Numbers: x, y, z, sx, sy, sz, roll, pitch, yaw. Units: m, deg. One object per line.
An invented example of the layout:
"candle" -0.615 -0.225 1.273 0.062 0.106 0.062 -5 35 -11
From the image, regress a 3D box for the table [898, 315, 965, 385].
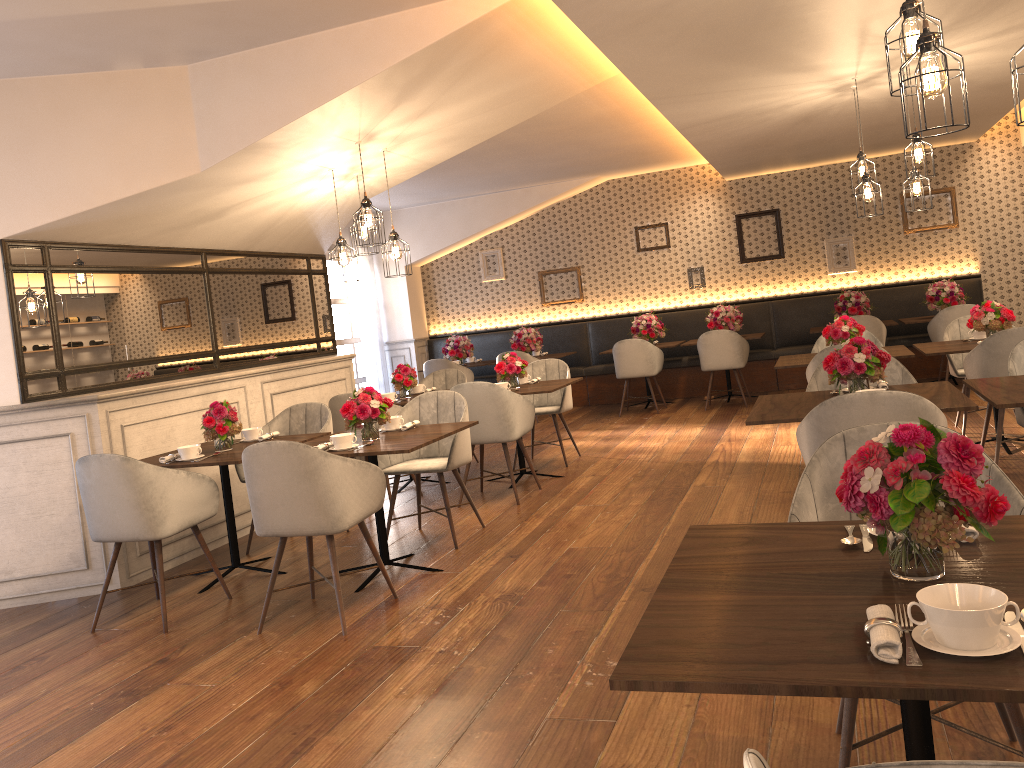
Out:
"table" 4.764 -0.379 9.643 0.894 0.720 0.900 -6 3 20

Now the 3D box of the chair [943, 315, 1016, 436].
"chair" 3.578 -0.083 6.679 0.564 0.871 0.528 -6 2 20

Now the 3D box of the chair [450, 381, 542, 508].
"chair" -0.142 0.388 6.277 0.564 0.871 0.528 -6 2 20

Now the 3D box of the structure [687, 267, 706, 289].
"structure" 2.379 -1.364 11.404 0.215 0.277 0.018 -6 1 19

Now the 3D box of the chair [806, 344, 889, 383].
"chair" 2.228 0.149 5.752 0.564 0.871 0.528 -6 2 20

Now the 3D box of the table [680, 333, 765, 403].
"table" 2.538 -0.177 10.436 0.894 0.720 0.900 -6 3 20

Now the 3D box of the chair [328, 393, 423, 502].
"chair" -1.041 0.470 6.597 0.564 0.871 0.528 -6 2 20

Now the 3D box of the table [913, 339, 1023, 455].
"table" 3.320 0.071 6.079 0.894 0.720 0.900 -6 3 20

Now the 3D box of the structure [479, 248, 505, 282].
"structure" -0.279 -1.653 12.310 0.339 0.439 0.035 -6 1 20

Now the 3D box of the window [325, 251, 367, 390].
"window" -3.809 0.129 5.357 0.494 2.385 14.580 -6 4 16

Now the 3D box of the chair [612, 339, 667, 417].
"chair" 1.445 -0.099 10.109 0.564 0.871 0.528 -6 2 20

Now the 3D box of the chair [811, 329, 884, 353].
"chair" 2.679 -0.002 6.999 0.564 0.871 0.528 -6 2 20

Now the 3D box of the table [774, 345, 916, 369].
"table" 2.421 0.152 6.399 0.894 0.720 0.900 -6 3 20

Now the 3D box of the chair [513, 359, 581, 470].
"chair" 0.266 0.241 7.539 0.564 0.871 0.528 -6 2 20

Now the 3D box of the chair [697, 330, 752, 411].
"chair" 2.344 -0.180 9.789 0.564 0.871 0.528 -6 2 20

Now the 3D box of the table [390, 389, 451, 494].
"table" -0.847 0.472 7.244 0.894 0.720 0.900 -6 3 20

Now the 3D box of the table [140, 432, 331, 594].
"table" -1.612 0.734 5.053 0.894 0.720 0.900 -6 3 20

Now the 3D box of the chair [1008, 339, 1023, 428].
"chair" 2.762 0.196 4.343 0.564 0.871 0.528 -6 2 20

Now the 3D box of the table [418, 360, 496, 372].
"table" -0.587 0.105 11.548 0.894 0.720 0.900 -6 3 20

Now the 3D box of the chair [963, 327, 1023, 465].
"chair" 3.126 0.068 5.432 0.564 0.871 0.528 -6 2 20

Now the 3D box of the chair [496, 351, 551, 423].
"chair" 0.118 0.021 10.581 0.564 0.871 0.528 -6 2 20

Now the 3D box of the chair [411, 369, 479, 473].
"chair" -0.633 0.323 7.859 0.564 0.871 0.528 -6 2 20

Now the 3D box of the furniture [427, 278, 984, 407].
"furniture" 2.112 -0.372 11.251 7.074 1.080 0.543 -5 2 20

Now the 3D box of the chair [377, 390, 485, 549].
"chair" -0.499 0.503 5.349 0.564 0.871 0.528 -6 2 20

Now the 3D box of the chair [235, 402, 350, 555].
"chair" -1.398 0.584 5.669 0.564 0.871 0.528 -6 2 20

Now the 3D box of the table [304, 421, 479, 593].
"table" -0.713 0.653 4.733 0.894 0.720 0.900 -6 3 20

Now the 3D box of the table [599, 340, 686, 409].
"table" 1.639 -0.096 10.756 0.894 0.720 0.900 -6 3 20

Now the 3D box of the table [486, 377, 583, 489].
"table" 0.052 0.391 6.924 0.894 0.720 0.900 -6 3 20

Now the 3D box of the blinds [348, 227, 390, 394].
"blinds" -1.920 -0.785 12.062 0.133 2.695 0.620 -6 1 20

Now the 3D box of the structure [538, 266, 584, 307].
"structure" 0.660 -1.320 12.001 0.600 0.485 0.032 -6 1 20

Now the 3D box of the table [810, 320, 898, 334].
"table" 3.865 -0.297 9.963 0.894 0.720 0.900 -6 3 20

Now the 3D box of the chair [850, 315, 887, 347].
"chair" 3.671 -0.300 9.316 0.564 0.871 0.528 -6 2 20

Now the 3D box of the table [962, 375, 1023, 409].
"table" 2.505 0.349 3.743 0.894 0.720 0.900 -6 3 20

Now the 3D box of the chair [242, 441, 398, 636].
"chair" -0.907 0.650 4.086 0.564 0.871 0.528 -6 2 20

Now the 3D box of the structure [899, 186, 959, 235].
"structure" 4.929 -2.048 10.460 0.600 0.485 0.032 -6 1 20

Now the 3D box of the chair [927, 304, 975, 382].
"chair" 4.570 -0.381 8.996 0.564 0.871 0.528 -6 2 20

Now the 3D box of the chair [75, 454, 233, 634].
"chair" -1.806 0.731 4.406 0.564 0.871 0.528 -6 2 20

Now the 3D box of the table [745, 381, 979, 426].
"table" 1.606 0.431 4.063 0.894 0.720 0.900 -6 3 20

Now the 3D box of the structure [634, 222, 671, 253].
"structure" 1.836 -1.913 11.563 0.448 0.344 0.016 -6 1 20

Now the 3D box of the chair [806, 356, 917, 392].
"chair" 1.863 0.277 4.663 0.564 0.871 0.528 -6 2 20

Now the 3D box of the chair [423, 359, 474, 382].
"chair" -0.781 0.102 10.901 0.564 0.871 0.528 -6 2 20

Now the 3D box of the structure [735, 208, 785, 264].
"structure" 3.112 -1.852 11.117 0.543 0.631 0.035 -6 1 20

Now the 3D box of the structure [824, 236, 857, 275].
"structure" 4.014 -1.569 10.811 0.339 0.439 0.035 -6 1 20

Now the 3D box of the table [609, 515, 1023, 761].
"table" 0.757 0.721 1.634 0.894 0.720 0.900 -6 3 20

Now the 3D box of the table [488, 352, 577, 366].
"table" 0.312 0.024 11.228 0.894 0.720 0.900 -6 3 20
